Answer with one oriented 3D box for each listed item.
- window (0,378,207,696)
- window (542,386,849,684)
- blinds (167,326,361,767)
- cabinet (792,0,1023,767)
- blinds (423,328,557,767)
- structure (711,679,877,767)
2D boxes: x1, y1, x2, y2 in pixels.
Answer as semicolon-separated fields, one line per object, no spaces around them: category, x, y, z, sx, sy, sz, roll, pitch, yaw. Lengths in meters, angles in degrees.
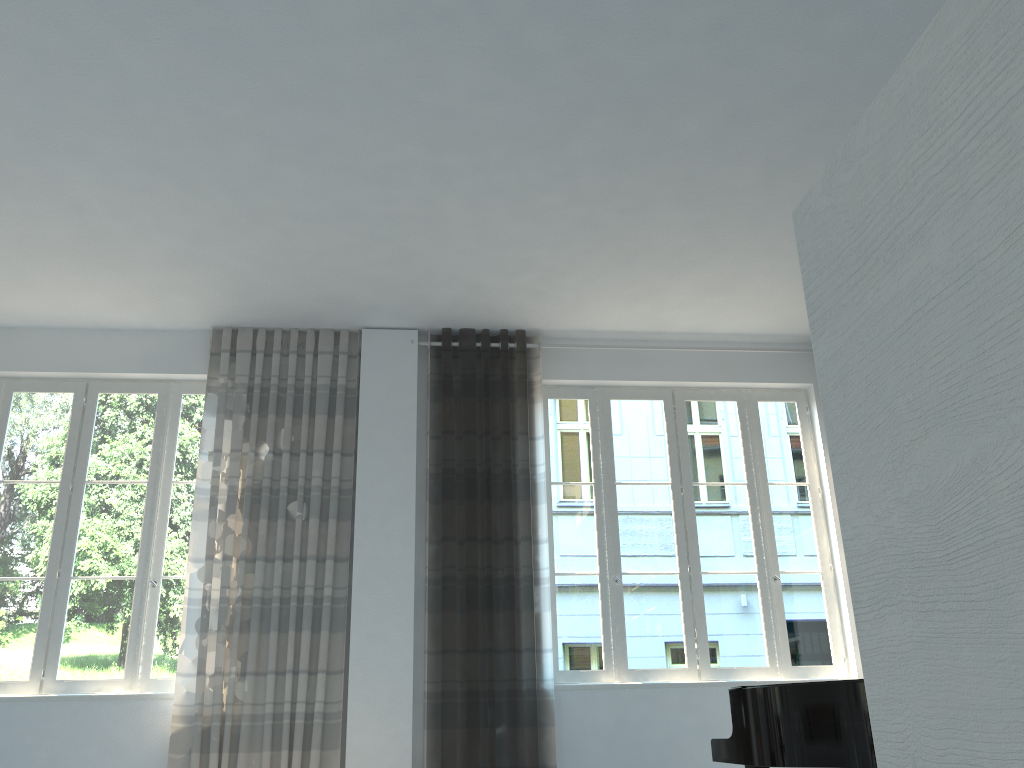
window;4.759;-0.126;23.700;18.530;18.463;32.941;-1;-21;-2
window;1.165;0.953;5.927;1.983;2.001;0.074;1;-21;-6
blinds;-1.478;1.108;5.391;1.026;3.248;0.184;1;-21;-7
cabinet;0.714;0.115;0.301;0.993;0.665;0.553;1;-21;-6
blinds;-0.154;1.147;5.527;0.776;3.217;0.140;1;-21;-6
structure;1.650;1.443;3.085;1.334;0.829;1.926;1;-21;-6
